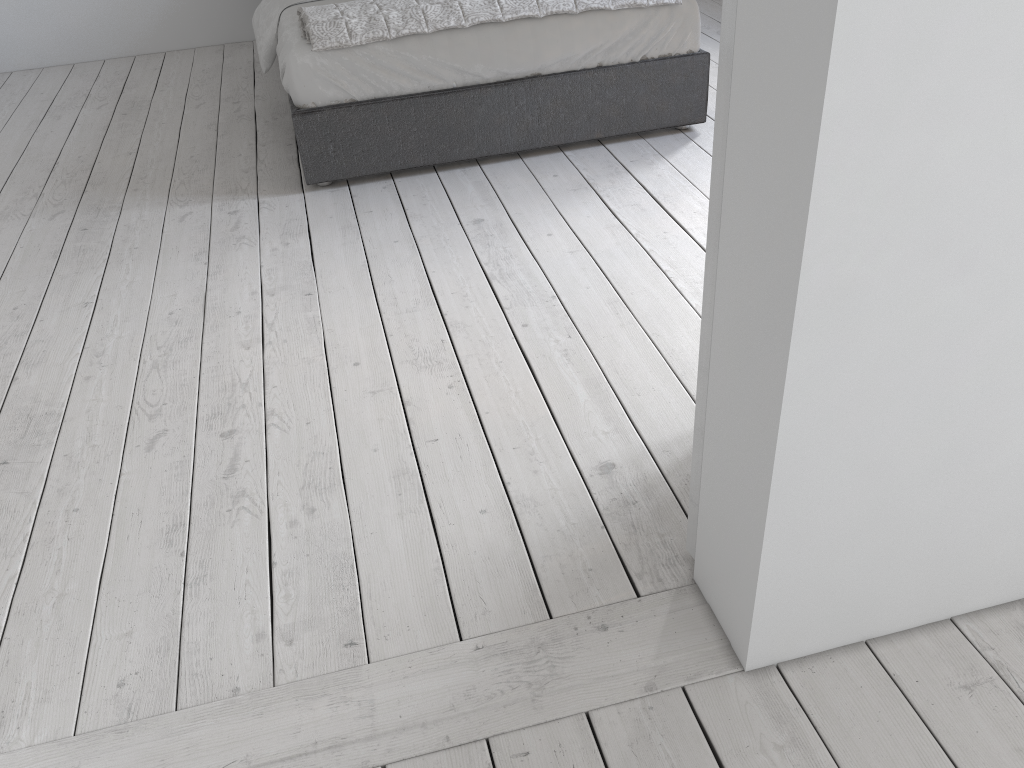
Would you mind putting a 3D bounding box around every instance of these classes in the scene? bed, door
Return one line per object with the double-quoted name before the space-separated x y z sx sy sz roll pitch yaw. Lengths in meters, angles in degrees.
"bed" -0.277 -1.948 4.053 1.888 1.166 2.179 -11 36 -9
"door" 0.587 -0.698 1.177 0.678 2.322 0.034 -17 37 -16

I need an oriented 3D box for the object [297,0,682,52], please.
"object" -0.081 -1.460 3.391 1.460 0.104 0.405 -11 36 -9
